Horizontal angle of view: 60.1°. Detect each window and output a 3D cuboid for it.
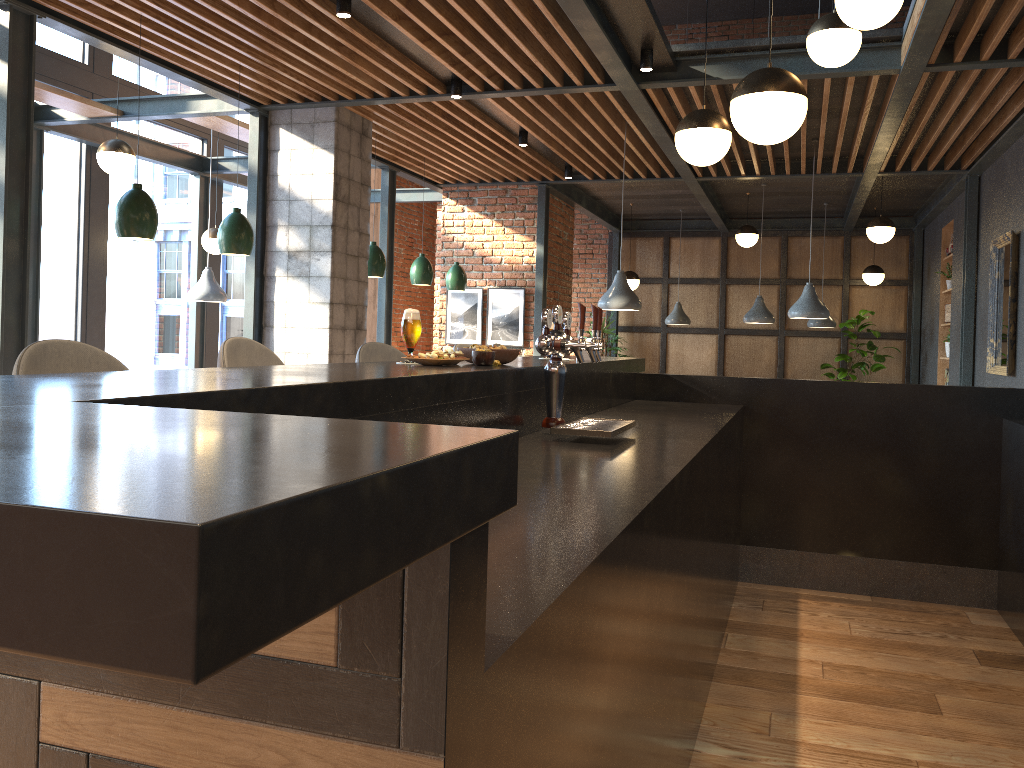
[{"bbox_3d":[-4.136,-2.436,7.399,0.127,5.596,8.725,2,2,18],"label":"window"}]

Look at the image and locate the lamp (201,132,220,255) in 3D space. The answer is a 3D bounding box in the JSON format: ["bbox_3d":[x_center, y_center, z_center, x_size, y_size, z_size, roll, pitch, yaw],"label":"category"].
[{"bbox_3d":[-2.940,-3.202,8.931,0.268,3.793,0.268,2,0,-14],"label":"lamp"}]

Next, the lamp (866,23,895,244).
[{"bbox_3d":[3.741,-3.301,8.854,0.268,3.793,0.268,2,0,-10],"label":"lamp"}]

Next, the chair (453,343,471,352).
[{"bbox_3d":[-0.040,0.440,4.079,0.508,1.243,0.418,2,1,24],"label":"chair"}]

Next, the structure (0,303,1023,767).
[{"bbox_3d":[0.898,0.469,2.599,2.918,1.395,4.923,3,3,18],"label":"structure"}]

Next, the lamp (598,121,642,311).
[{"bbox_3d":[0.926,-2.834,7.070,0.352,4.489,0.353,2,0,-37],"label":"lamp"}]

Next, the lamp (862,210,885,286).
[{"bbox_3d":[4.747,-3.172,11.497,0.268,3.793,0.268,2,0,-29],"label":"lamp"}]

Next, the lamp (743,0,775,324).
[{"bbox_3d":[2.866,-2.931,10.032,0.352,4.489,0.353,2,0,-37],"label":"lamp"}]

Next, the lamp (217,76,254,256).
[{"bbox_3d":[-1.736,-1.833,5.652,0.224,2.021,0.224,2,0,22],"label":"lamp"}]

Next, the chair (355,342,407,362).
[{"bbox_3d":[-0.350,0.469,3.358,0.508,1.243,0.418,2,1,29],"label":"chair"}]

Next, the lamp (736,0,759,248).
[{"bbox_3d":[2.881,-3.539,10.652,0.268,3.793,0.268,2,0,-3],"label":"lamp"}]

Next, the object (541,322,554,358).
[{"bbox_3d":[0.178,-0.214,4.289,0.070,0.178,0.070,2,1,22],"label":"object"}]

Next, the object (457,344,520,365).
[{"bbox_3d":[-0.083,-0.106,3.138,0.168,0.072,0.168,4,3,38],"label":"object"}]

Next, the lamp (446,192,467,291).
[{"bbox_3d":[-0.555,-1.987,9.269,0.224,2.021,0.224,2,0,22],"label":"lamp"}]

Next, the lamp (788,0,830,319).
[{"bbox_3d":[2.678,-2.820,7.790,0.352,4.489,0.353,2,0,-37],"label":"lamp"}]

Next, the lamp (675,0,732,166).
[{"bbox_3d":[0.971,-2.944,4.249,0.268,3.793,0.268,2,0,20],"label":"lamp"}]

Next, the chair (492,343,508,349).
[{"bbox_3d":[0.118,0.402,4.899,0.508,1.243,0.418,2,1,18],"label":"chair"}]

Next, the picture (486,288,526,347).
[{"bbox_3d":[-0.070,-0.724,9.572,0.430,0.631,0.015,2,0,18],"label":"picture"}]

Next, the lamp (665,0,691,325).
[{"bbox_3d":[2.346,-3.059,12.170,0.352,4.489,0.353,2,0,-37],"label":"lamp"}]

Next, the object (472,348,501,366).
[{"bbox_3d":[-0.088,-0.090,2.966,0.078,0.060,0.108,3,3,26],"label":"object"}]

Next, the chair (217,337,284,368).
[{"bbox_3d":[-0.625,0.487,2.645,0.508,1.243,0.418,2,1,14],"label":"chair"}]

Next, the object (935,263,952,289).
[{"bbox_3d":[4.989,-1.229,10.016,0.174,0.329,0.537,2,2,-3],"label":"object"}]

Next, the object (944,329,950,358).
[{"bbox_3d":[4.955,-0.460,9.961,0.213,0.329,0.232,2,1,24],"label":"object"}]

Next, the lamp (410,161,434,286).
[{"bbox_3d":[-0.832,-1.951,8.422,0.224,2.021,0.224,2,0,22],"label":"lamp"}]

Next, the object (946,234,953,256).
[{"bbox_3d":[5.009,-1.581,9.931,0.204,0.285,0.517,2,2,18],"label":"object"}]

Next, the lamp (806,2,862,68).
[{"bbox_3d":[1.701,-3.520,4.529,0.268,3.793,0.268,2,0,24],"label":"lamp"}]

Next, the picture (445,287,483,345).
[{"bbox_3d":[-0.527,-0.745,9.721,0.430,0.631,0.015,2,0,18],"label":"picture"}]

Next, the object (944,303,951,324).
[{"bbox_3d":[5.017,-0.797,9.973,0.199,0.241,0.340,2,2,13],"label":"object"}]

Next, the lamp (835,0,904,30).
[{"bbox_3d":[1.522,-3.357,3.633,0.268,3.793,0.268,2,0,-18],"label":"lamp"}]

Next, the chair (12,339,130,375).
[{"bbox_3d":[-0.793,0.532,1.895,0.508,1.243,0.418,2,1,16],"label":"chair"}]

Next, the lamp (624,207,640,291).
[{"bbox_3d":[1.613,-3.128,11.758,0.268,3.793,0.268,2,0,-29],"label":"lamp"}]

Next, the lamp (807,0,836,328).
[{"bbox_3d":[4.002,-2.961,11.252,0.352,4.489,0.353,2,0,-37],"label":"lamp"}]

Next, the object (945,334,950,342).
[{"bbox_3d":[5.056,-0.450,10.154,0.173,0.295,0.190,2,1,-8],"label":"object"}]

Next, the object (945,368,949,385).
[{"bbox_3d":[4.964,-0.044,9.987,0.150,0.257,0.522,2,2,18],"label":"object"}]

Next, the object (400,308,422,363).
[{"bbox_3d":[-0.338,-0.162,2.968,0.070,0.183,0.070,2,1,38],"label":"object"}]

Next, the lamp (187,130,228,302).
[{"bbox_3d":[-2.718,-2.996,8.084,0.352,4.489,0.353,2,0,-20],"label":"lamp"}]

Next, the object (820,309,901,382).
[{"bbox_3d":[4.579,-0.099,11.734,1.058,1.794,0.721,2,1,28],"label":"object"}]

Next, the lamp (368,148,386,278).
[{"bbox_3d":[-1.146,-1.910,7.460,0.224,2.021,0.224,2,0,22],"label":"lamp"}]

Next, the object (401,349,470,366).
[{"bbox_3d":[-0.216,-0.087,2.910,0.164,0.052,0.292,3,3,27],"label":"object"}]

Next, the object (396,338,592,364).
[{"bbox_3d":[0.026,-0.142,3.587,0.322,0.106,1.510,3,3,21],"label":"object"}]

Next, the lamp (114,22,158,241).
[{"bbox_3d":[-2.013,-1.797,4.805,0.224,2.021,0.224,2,0,22],"label":"lamp"}]

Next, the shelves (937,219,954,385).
[{"bbox_3d":[4.998,-0.442,9.930,0.284,2.705,0.836,2,0,18],"label":"shelves"}]

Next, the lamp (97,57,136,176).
[{"bbox_3d":[-2.900,-3.451,6.606,0.268,3.793,0.268,2,0,-29],"label":"lamp"}]

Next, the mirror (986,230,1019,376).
[{"bbox_3d":[3.850,-0.618,6.954,0.061,1.085,0.768,2,1,18],"label":"mirror"}]

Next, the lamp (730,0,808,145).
[{"bbox_3d":[0.971,-2.755,3.167,0.268,3.793,0.268,2,0,9],"label":"lamp"}]

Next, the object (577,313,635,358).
[{"bbox_3d":[1.292,-0.216,12.781,0.978,1.722,0.914,1,1,-17],"label":"object"}]
